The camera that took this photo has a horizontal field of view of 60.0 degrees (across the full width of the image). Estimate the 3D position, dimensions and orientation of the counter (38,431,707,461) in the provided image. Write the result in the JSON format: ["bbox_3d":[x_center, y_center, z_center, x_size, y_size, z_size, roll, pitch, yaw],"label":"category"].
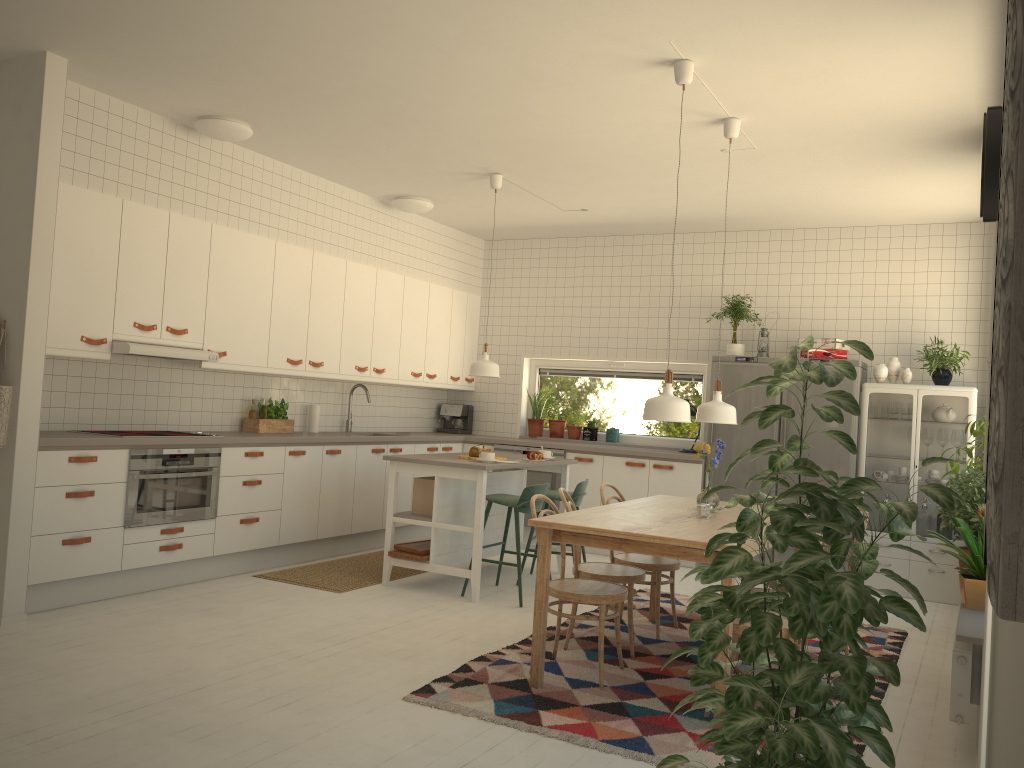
[{"bbox_3d":[-0.572,0.516,6.289,2.857,0.163,4.843,3,-1,28],"label":"counter"}]

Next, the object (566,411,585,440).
[{"bbox_3d":[0.612,0.399,8.480,0.194,0.277,0.176,4,-2,-5],"label":"object"}]

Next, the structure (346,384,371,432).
[{"bbox_3d":[-1.308,0.208,7.553,0.236,0.421,0.063,2,-2,35],"label":"structure"}]

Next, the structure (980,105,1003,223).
[{"bbox_3d":[1.568,-0.715,2.891,0.074,0.371,0.371,3,-2,28],"label":"structure"}]

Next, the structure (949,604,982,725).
[{"bbox_3d":[1.975,1.188,3.829,0.113,0.279,1.028,3,-2,28],"label":"structure"}]

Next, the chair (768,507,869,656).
[{"bbox_3d":[1.591,1.041,4.655,0.483,0.811,0.385,4,-2,1],"label":"chair"}]

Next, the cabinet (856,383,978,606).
[{"bbox_3d":[3.079,0.808,6.777,0.789,1.593,0.453,3,-2,28],"label":"cabinet"}]

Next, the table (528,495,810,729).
[{"bbox_3d":[0.862,1.030,4.450,0.894,0.749,1.797,3,-2,28],"label":"table"}]

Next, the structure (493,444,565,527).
[{"bbox_3d":[0.278,0.939,8.258,0.706,0.710,0.704,3,-2,28],"label":"structure"}]

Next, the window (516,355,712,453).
[{"bbox_3d":[0.968,0.172,8.394,1.898,0.816,0.293,3,-2,28],"label":"window"}]

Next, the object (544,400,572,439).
[{"bbox_3d":[0.447,0.342,8.597,0.258,0.370,0.234,2,-2,40],"label":"object"}]

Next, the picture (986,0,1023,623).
[{"bbox_3d":[0.390,-0.306,0.672,0.020,0.869,0.525,3,-2,28],"label":"picture"}]

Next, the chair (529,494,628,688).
[{"bbox_3d":[0.310,0.952,4.208,0.483,0.811,0.385,3,-2,26],"label":"chair"}]

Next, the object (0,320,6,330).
[{"bbox_3d":[-2.756,-0.177,4.535,0.335,0.385,0.136,3,-2,28],"label":"object"}]

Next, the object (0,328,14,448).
[{"bbox_3d":[-2.709,0.015,4.539,0.439,0.613,0.093,3,-2,28],"label":"object"}]

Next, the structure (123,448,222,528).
[{"bbox_3d":[-2.320,0.602,5.532,0.704,0.447,0.682,3,-2,28],"label":"structure"}]

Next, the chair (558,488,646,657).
[{"bbox_3d":[0.465,0.972,4.695,0.483,0.811,0.385,3,-2,11],"label":"chair"}]

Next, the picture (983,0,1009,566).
[{"bbox_3d":[0.710,-0.275,1.273,0.018,0.999,0.545,3,-2,28],"label":"picture"}]

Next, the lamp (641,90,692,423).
[{"bbox_3d":[0.760,-0.624,4.109,0.229,1.596,0.229,4,-2,-27],"label":"lamp"}]

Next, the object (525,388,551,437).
[{"bbox_3d":[0.261,0.271,8.684,0.300,0.499,0.333,3,-2,11],"label":"object"}]

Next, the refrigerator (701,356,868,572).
[{"bbox_3d":[2.215,0.689,7.236,1.146,1.778,0.559,3,-2,28],"label":"refrigerator"}]

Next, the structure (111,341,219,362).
[{"bbox_3d":[-2.264,-0.206,5.558,0.482,0.073,0.680,3,-2,28],"label":"structure"}]

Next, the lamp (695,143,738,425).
[{"bbox_3d":[1.164,-0.582,4.866,0.229,1.596,0.229,4,-2,-16],"label":"lamp"}]

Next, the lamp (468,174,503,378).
[{"bbox_3d":[-0.153,-0.795,6.362,0.229,1.491,0.229,3,-2,29],"label":"lamp"}]

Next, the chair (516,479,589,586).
[{"bbox_3d":[0.320,1.046,6.350,0.446,0.752,0.485,3,-2,13],"label":"chair"}]

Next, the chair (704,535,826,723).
[{"bbox_3d":[1.079,0.988,3.729,0.483,0.811,0.385,3,-2,31],"label":"chair"}]

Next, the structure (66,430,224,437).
[{"bbox_3d":[-2.261,0.319,5.510,0.504,0.057,0.763,3,-2,28],"label":"structure"}]

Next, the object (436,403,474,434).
[{"bbox_3d":[-0.595,0.347,8.853,0.316,0.292,0.279,3,-2,29],"label":"object"}]

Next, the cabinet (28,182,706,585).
[{"bbox_3d":[-0.549,0.119,6.302,2.853,2.160,4.843,3,-2,28],"label":"cabinet"}]

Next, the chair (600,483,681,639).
[{"bbox_3d":[0.733,0.999,5.129,0.483,0.811,0.385,3,-2,31],"label":"chair"}]

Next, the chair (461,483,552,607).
[{"bbox_3d":[-0.001,1.014,5.823,0.446,0.752,0.485,3,-2,28],"label":"chair"}]

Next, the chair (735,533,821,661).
[{"bbox_3d":[1.249,1.010,4.206,0.483,0.811,0.385,3,-2,26],"label":"chair"}]

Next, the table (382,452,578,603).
[{"bbox_3d":[-0.204,0.959,6.338,0.794,0.864,1.423,3,-2,28],"label":"table"}]

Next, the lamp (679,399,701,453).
[{"bbox_3d":[1.508,0.364,7.745,0.262,0.465,0.239,5,-2,-33],"label":"lamp"}]
